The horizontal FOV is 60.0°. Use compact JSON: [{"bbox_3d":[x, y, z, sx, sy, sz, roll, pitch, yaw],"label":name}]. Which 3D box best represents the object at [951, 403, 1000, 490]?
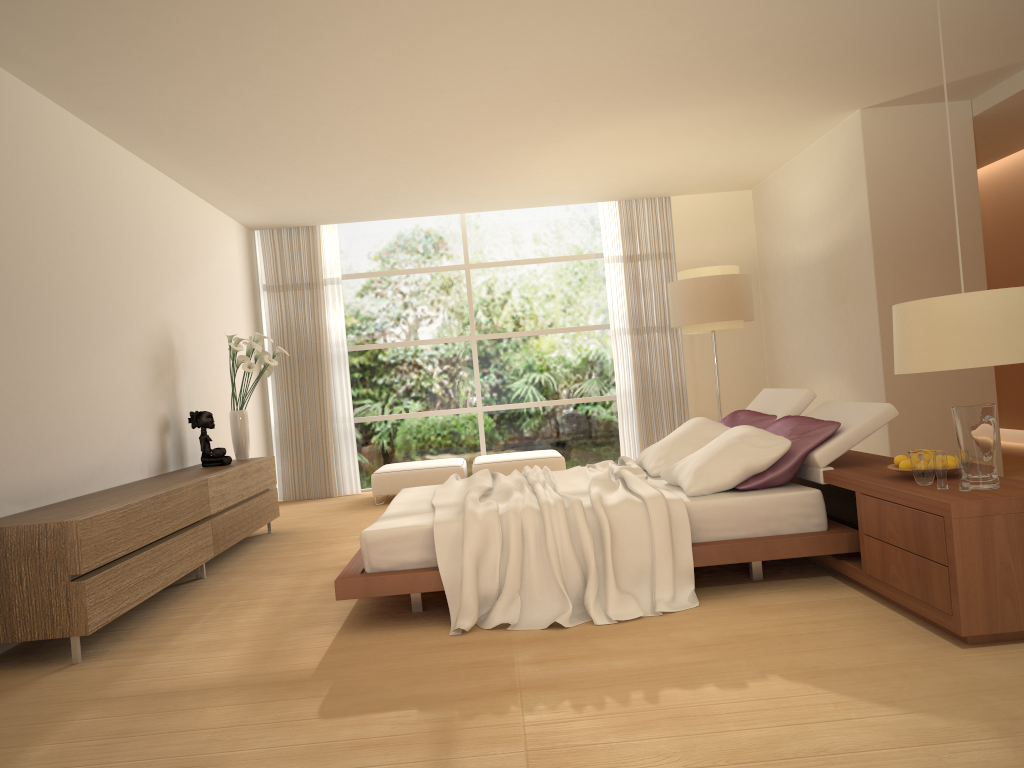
[{"bbox_3d":[1.842,0.245,3.494,0.159,0.328,0.227,-5,0,-33],"label":"object"}]

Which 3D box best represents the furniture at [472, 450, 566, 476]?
[{"bbox_3d":[0.068,0.931,9.492,0.965,0.346,0.964,-5,0,-2],"label":"furniture"}]

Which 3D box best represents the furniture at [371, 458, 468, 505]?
[{"bbox_3d":[-0.964,1.021,9.464,0.965,0.346,0.964,-5,0,-2],"label":"furniture"}]

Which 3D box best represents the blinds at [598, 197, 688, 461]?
[{"bbox_3d":[1.524,-0.705,10.195,0.814,3.351,0.202,-5,0,-3],"label":"blinds"}]

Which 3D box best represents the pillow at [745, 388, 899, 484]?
[{"bbox_3d":[1.706,0.265,5.338,0.461,0.457,1.779,-5,0,-2],"label":"pillow"}]

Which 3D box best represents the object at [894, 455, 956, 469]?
[{"bbox_3d":[1.837,0.357,3.942,0.230,0.084,0.259,-5,0,-32],"label":"object"}]

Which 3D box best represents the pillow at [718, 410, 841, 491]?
[{"bbox_3d":[1.386,0.365,5.320,0.575,0.369,1.683,-5,0,-2],"label":"pillow"}]

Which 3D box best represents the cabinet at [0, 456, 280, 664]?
[{"bbox_3d":[-2.292,0.980,5.899,0.588,0.662,3.713,-5,0,-2],"label":"cabinet"}]

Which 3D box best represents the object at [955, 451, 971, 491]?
[{"bbox_3d":[1.762,0.340,3.460,0.052,0.154,0.052,-5,0,17],"label":"object"}]

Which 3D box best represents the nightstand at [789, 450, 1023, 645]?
[{"bbox_3d":[1.801,0.684,5.337,0.493,0.539,4.220,-5,0,-2],"label":"nightstand"}]

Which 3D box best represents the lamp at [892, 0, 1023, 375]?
[{"bbox_3d":[1.339,-1.243,2.778,0.451,2.399,0.451,-5,0,-3],"label":"lamp"}]

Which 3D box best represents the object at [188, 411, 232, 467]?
[{"bbox_3d":[-2.395,0.429,7.050,0.282,0.453,0.181,-5,0,-2],"label":"object"}]

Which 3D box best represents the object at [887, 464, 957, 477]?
[{"bbox_3d":[1.846,0.383,3.926,0.337,0.053,0.337,-5,0,12],"label":"object"}]

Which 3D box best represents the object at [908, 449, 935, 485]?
[{"bbox_3d":[1.718,0.349,3.704,0.110,0.141,0.110,-5,0,41],"label":"object"}]

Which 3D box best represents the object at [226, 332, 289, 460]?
[{"bbox_3d":[-2.193,0.092,7.550,0.515,1.085,0.608,-5,0,-44],"label":"object"}]

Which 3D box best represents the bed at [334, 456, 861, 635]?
[{"bbox_3d":[0.390,0.793,5.245,2.535,0.570,2.599,-5,0,-2],"label":"bed"}]

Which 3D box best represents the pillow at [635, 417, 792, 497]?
[{"bbox_3d":[1.118,0.403,5.306,0.561,0.339,1.720,-5,0,-2],"label":"pillow"}]

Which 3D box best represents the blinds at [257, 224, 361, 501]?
[{"bbox_3d":[-2.344,-0.366,10.142,0.950,3.352,0.211,-5,0,-3],"label":"blinds"}]

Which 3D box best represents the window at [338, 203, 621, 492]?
[{"bbox_3d":[-0.456,-0.540,10.450,4.781,3.371,0.071,-5,0,-2],"label":"window"}]

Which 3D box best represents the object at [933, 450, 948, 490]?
[{"bbox_3d":[1.717,0.343,3.548,0.052,0.154,0.052,-5,0,17],"label":"object"}]

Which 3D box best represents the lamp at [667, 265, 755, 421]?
[{"bbox_3d":[1.937,-0.071,8.371,0.817,2.018,0.817,-5,0,41],"label":"lamp"}]
